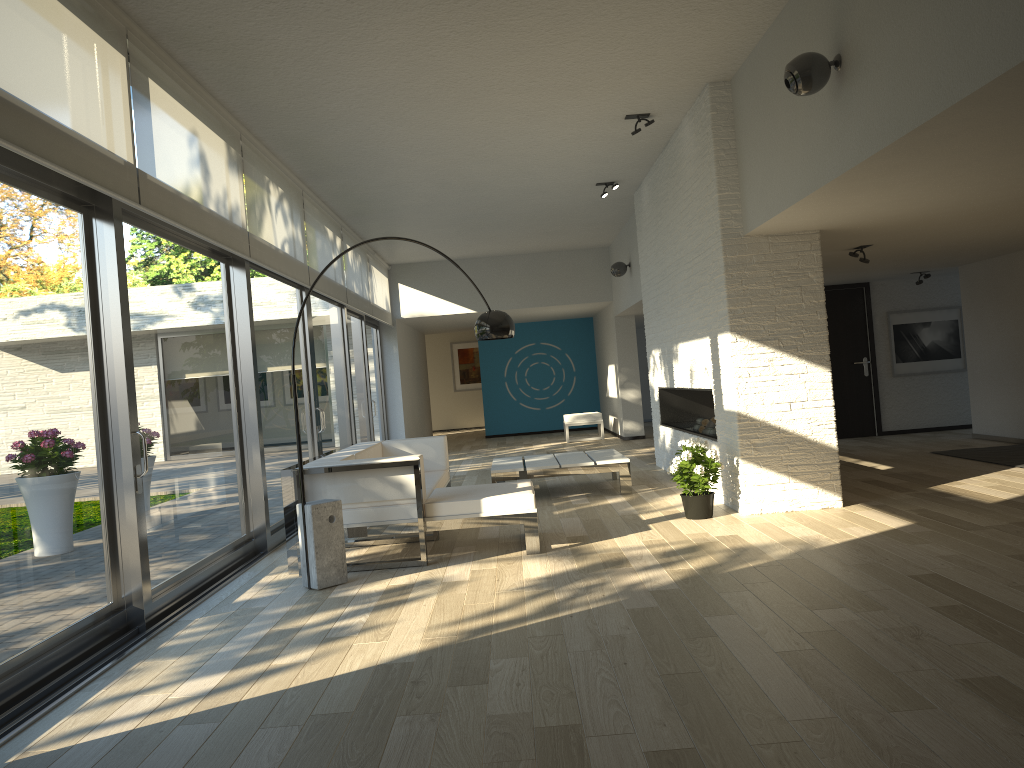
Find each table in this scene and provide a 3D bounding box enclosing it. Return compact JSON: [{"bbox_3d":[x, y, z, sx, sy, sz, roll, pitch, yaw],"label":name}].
[{"bbox_3d":[0.434,0.859,8.367,1.220,0.305,1.220,-5,0,0],"label":"table"}]

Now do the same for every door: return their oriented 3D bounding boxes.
[{"bbox_3d":[4.142,-0.282,11.238,0.920,1.947,0.108,-5,-1,0],"label":"door"},{"bbox_3d":[-0.965,0.101,10.000,19.440,2.374,22.946,-5,0,0],"label":"door"}]

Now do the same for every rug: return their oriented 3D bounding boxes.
[{"bbox_3d":[4.714,0.651,7.978,0.979,0.011,1.998,-5,0,0],"label":"rug"}]

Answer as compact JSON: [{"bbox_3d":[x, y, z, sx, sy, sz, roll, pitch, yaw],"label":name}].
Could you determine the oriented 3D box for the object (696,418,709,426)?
[{"bbox_3d":[1.871,0.371,8.695,0.082,0.073,0.237,-5,0,-1],"label":"object"}]

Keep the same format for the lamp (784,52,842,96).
[{"bbox_3d":[1.480,-1.507,4.303,0.315,0.203,0.201,-5,0,0],"label":"lamp"}]

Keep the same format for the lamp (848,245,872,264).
[{"bbox_3d":[2.930,-1.078,7.455,0.135,0.153,0.234,-5,0,0],"label":"lamp"}]

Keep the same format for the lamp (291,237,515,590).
[{"bbox_3d":[-0.580,0.082,5.562,0.282,2.024,1.754,-5,-1,43],"label":"lamp"}]

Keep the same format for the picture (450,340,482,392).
[{"bbox_3d":[-0.751,-0.450,21.191,1.378,1.191,0.017,-5,-1,0],"label":"picture"}]

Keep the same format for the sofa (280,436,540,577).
[{"bbox_3d":[-0.625,0.778,6.547,1.545,0.654,2.404,-5,0,0],"label":"sofa"}]

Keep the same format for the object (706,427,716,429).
[{"bbox_3d":[1.838,0.439,8.160,0.075,0.074,0.245,-5,0,-2],"label":"object"}]

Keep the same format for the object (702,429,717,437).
[{"bbox_3d":[1.802,0.443,7.968,0.075,0.074,0.245,-5,0,-22],"label":"object"}]

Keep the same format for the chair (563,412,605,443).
[{"bbox_3d":[1.184,0.713,14.730,0.611,0.442,0.610,-5,0,0],"label":"chair"}]

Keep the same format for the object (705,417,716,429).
[{"bbox_3d":[1.870,0.388,8.261,0.093,0.170,0.271,-5,0,-2],"label":"object"}]

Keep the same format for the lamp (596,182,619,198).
[{"bbox_3d":[1.001,-2.024,9.251,0.234,0.153,0.135,-5,0,0],"label":"lamp"}]

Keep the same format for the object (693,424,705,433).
[{"bbox_3d":[1.837,0.438,8.697,0.075,0.074,0.245,-5,0,-2],"label":"object"}]

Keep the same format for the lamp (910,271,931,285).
[{"bbox_3d":[4.816,-1.241,10.416,0.234,0.153,0.135,-5,0,0],"label":"lamp"}]

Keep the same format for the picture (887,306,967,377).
[{"bbox_3d":[5.254,-0.538,11.219,0.958,0.828,0.017,-5,-1,0],"label":"picture"}]

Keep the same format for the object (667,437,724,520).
[{"bbox_3d":[1.309,0.666,6.284,0.404,0.571,0.431,-5,0,22],"label":"object"}]

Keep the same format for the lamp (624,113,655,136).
[{"bbox_3d":[1.006,-2.018,6.930,0.234,0.153,0.135,-5,0,0],"label":"lamp"}]

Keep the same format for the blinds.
[{"bbox_3d":[-1.900,-1.363,8.167,0.056,0.984,11.528,-5,0,0],"label":"blinds"}]

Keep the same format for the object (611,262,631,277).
[{"bbox_3d":[1.465,-1.526,11.771,0.315,0.203,0.201,-5,0,0],"label":"object"}]
